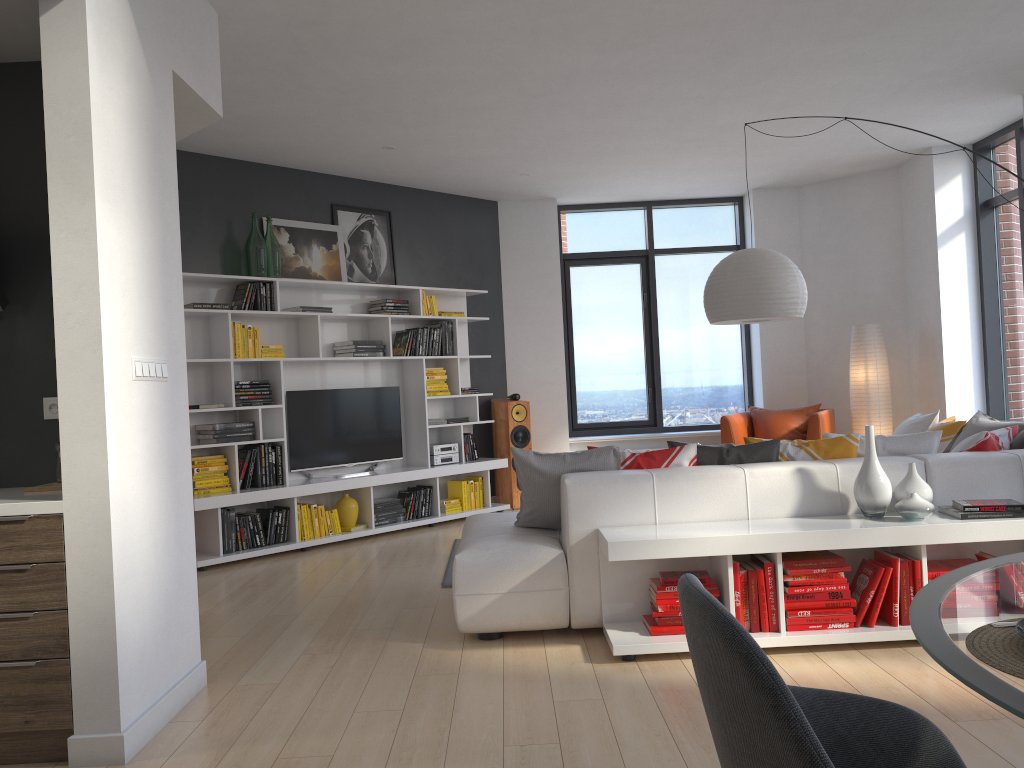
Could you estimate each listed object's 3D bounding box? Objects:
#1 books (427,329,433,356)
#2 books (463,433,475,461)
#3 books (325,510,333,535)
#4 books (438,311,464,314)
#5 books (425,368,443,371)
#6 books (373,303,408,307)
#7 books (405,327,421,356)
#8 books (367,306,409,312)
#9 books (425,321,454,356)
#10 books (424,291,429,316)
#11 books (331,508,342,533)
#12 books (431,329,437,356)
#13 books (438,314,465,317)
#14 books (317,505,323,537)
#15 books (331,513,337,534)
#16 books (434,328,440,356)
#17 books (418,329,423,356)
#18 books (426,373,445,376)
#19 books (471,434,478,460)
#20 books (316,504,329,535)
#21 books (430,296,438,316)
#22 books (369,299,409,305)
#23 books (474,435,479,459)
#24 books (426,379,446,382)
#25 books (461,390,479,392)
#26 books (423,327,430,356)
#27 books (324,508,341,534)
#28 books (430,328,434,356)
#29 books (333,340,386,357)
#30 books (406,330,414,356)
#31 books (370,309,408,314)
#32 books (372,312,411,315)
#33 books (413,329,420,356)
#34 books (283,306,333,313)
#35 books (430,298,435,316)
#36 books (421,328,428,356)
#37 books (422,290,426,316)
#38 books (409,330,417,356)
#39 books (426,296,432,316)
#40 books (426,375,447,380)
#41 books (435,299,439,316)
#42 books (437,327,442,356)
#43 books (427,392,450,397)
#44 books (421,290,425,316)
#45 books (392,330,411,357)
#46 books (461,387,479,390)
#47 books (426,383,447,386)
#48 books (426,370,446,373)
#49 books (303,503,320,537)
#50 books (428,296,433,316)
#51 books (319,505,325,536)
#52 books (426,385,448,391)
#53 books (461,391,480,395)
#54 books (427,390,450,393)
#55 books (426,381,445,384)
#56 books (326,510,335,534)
[{"bbox_3d":[-0.768,-0.357,7.793,0.069,0.242,0.172,-3,0,-45],"label":"books"},{"bbox_3d":[-0.428,0.574,8.110,0.193,0.255,0.066,-3,0,44],"label":"books"},{"bbox_3d":[-1.458,1.073,6.880,0.138,0.188,0.056,-3,0,44],"label":"books"},{"bbox_3d":[-0.597,-0.635,8.030,0.257,0.024,0.203,-3,0,-43],"label":"books"},{"bbox_3d":[-0.751,-0.128,7.917,0.223,0.023,0.163,-3,0,-41],"label":"books"},{"bbox_3d":[-1.041,-0.670,7.589,0.246,0.026,0.180,-3,0,-43],"label":"books"},{"bbox_3d":[-0.873,-0.359,7.728,0.192,0.254,0.075,-3,0,43],"label":"books"},{"bbox_3d":[-1.061,-0.641,7.606,0.284,0.030,0.214,-3,0,-42],"label":"books"},{"bbox_3d":[-0.655,-0.397,7.987,0.259,0.321,0.128,-3,0,44],"label":"books"},{"bbox_3d":[-0.810,-0.699,7.783,0.164,0.224,0.054,-3,0,44],"label":"books"},{"bbox_3d":[-1.399,1.067,6.947,0.046,0.193,0.149,-3,0,-45],"label":"books"},{"bbox_3d":[-0.743,-0.360,7.838,0.179,0.243,0.071,-3,0,43],"label":"books"},{"bbox_3d":[-0.587,-0.610,8.026,0.257,0.028,0.194,-3,0,-41],"label":"books"},{"bbox_3d":[-1.517,1.049,6.814,0.169,0.240,0.043,-3,0,43],"label":"books"},{"bbox_3d":[-1.415,1.081,6.895,0.113,0.169,0.049,-3,0,43],"label":"books"},{"bbox_3d":[-0.725,-0.364,7.873,0.191,0.249,0.084,-3,0,44],"label":"books"},{"bbox_3d":[-0.849,-0.353,7.743,0.179,0.243,0.068,-3,0,43],"label":"books"},{"bbox_3d":[-0.734,-0.082,7.904,0.227,0.022,0.160,-3,0,-30],"label":"books"},{"bbox_3d":[-0.401,0.578,8.126,0.177,0.242,0.066,-3,0,44],"label":"books"},{"bbox_3d":[-1.499,1.051,6.873,0.172,0.235,0.056,-3,0,44],"label":"books"},{"bbox_3d":[-0.725,-0.682,7.832,0.064,0.184,0.141,-3,0,-45],"label":"books"},{"bbox_3d":[-1.053,-0.696,7.595,0.209,0.030,0.266,-3,0,38],"label":"books"},{"bbox_3d":[-0.400,0.582,8.172,0.179,0.233,0.077,-3,0,44],"label":"books"},{"bbox_3d":[-0.734,-0.029,7.901,0.171,0.019,0.239,-3,0,44],"label":"books"},{"bbox_3d":[-0.426,0.065,8.117,0.142,0.015,0.198,-3,0,43],"label":"books"},{"bbox_3d":[-0.804,-0.365,7.798,0.197,0.260,0.066,-3,0,44],"label":"books"},{"bbox_3d":[-1.409,1.068,6.924,0.067,0.193,0.148,-3,0,-45],"label":"books"},{"bbox_3d":[-0.771,-0.364,7.828,0.192,0.254,0.075,-3,0,43],"label":"books"},{"bbox_3d":[-1.265,-0.283,7.365,0.277,0.137,0.343,-3,0,39],"label":"books"},{"bbox_3d":[-0.935,-0.345,7.665,0.187,0.234,0.096,-3,0,45],"label":"books"},{"bbox_3d":[-1.048,-0.616,7.589,0.189,0.020,0.264,-3,0,43],"label":"books"},{"bbox_3d":[-1.043,-0.591,7.588,0.284,0.030,0.214,-3,0,-42],"label":"books"},{"bbox_3d":[-0.870,-0.352,7.693,0.069,0.242,0.172,-3,0,-45],"label":"books"},{"bbox_3d":[-1.614,-0.574,6.999,0.250,0.047,0.310,-3,0,40],"label":"books"},{"bbox_3d":[-0.731,-0.670,7.804,0.108,0.161,0.046,-3,0,43],"label":"books"},{"bbox_3d":[-0.827,-0.359,7.773,0.191,0.249,0.084,-3,0,44],"label":"books"},{"bbox_3d":[-0.825,-0.698,7.756,0.163,0.224,0.041,-3,0,43],"label":"books"},{"bbox_3d":[-0.903,-0.347,7.677,0.169,0.233,0.081,-3,0,43],"label":"books"},{"bbox_3d":[-0.771,-0.678,7.790,0.132,0.180,0.054,-3,0,44],"label":"books"},{"bbox_3d":[-0.727,-0.055,7.907,0.239,0.033,0.176,-3,0,-42],"label":"books"},{"bbox_3d":[-0.715,-0.683,7.854,0.044,0.184,0.142,-3,0,-45],"label":"books"},{"bbox_3d":[-0.702,-0.370,7.898,0.197,0.260,0.066,-3,0,44],"label":"books"},{"bbox_3d":[-0.709,0.095,7.885,0.257,0.028,0.194,-3,0,-41],"label":"books"},{"bbox_3d":[-0.828,-0.700,7.726,0.161,0.229,0.041,-3,0,43],"label":"books"},{"bbox_3d":[-0.955,-0.345,7.637,0.182,0.234,0.104,-3,0,45],"label":"books"},{"bbox_3d":[-0.436,0.047,8.130,0.213,0.023,0.161,-3,0,-42],"label":"books"},{"bbox_3d":[-0.736,0.009,7.901,0.251,0.014,0.189,-3,0,-42],"label":"books"},{"bbox_3d":[-0.727,-0.106,7.908,0.223,0.023,0.163,-3,0,-41],"label":"books"},{"bbox_3d":[-1.553,1.045,6.805,0.185,0.252,0.055,-3,0,43],"label":"books"},{"bbox_3d":[-0.752,-0.678,7.799,0.128,0.178,0.044,-3,0,44],"label":"books"},{"bbox_3d":[-1.514,1.051,6.844,0.171,0.235,0.043,-3,0,43],"label":"books"},{"bbox_3d":[-0.723,0.037,7.893,0.189,0.042,0.243,-3,0,44],"label":"books"},{"bbox_3d":[-0.423,0.084,8.116,0.213,0.023,0.161,-3,0,-42],"label":"books"},{"bbox_3d":[-0.718,0.070,7.889,0.257,0.024,0.203,-3,0,-43],"label":"books"},{"bbox_3d":[-0.729,-0.009,7.880,0.217,0.023,0.145,-3,0,-41],"label":"books"},{"bbox_3d":[-1.438,1.072,6.890,0.134,0.187,0.046,-3,0,44],"label":"books"}]
